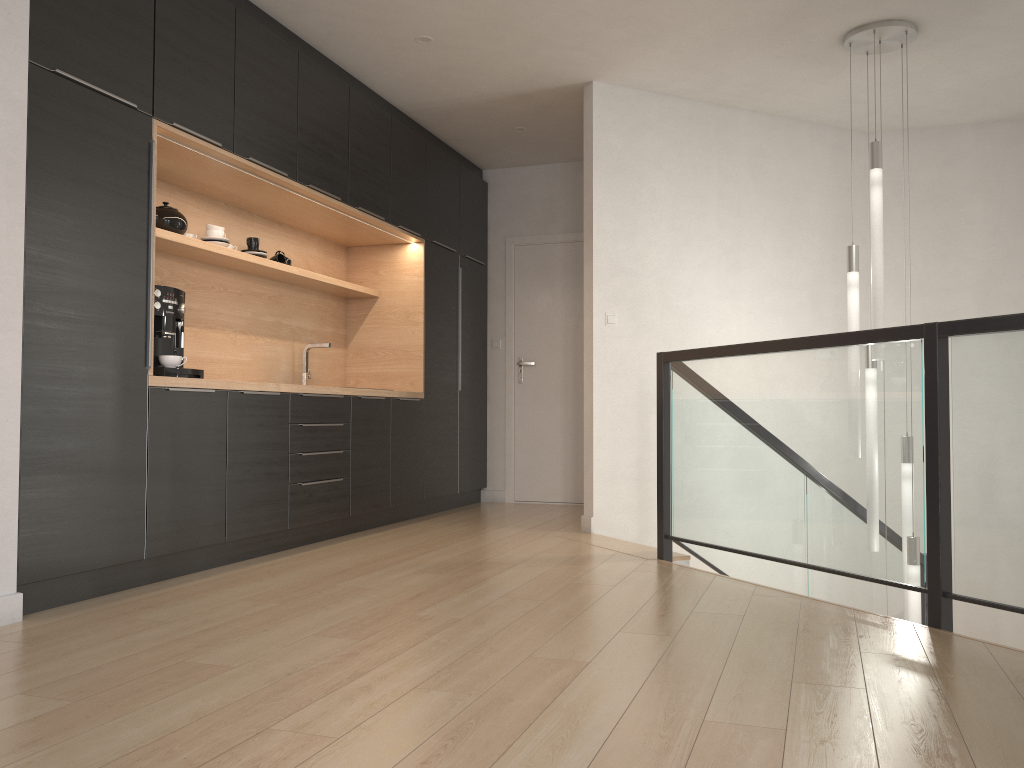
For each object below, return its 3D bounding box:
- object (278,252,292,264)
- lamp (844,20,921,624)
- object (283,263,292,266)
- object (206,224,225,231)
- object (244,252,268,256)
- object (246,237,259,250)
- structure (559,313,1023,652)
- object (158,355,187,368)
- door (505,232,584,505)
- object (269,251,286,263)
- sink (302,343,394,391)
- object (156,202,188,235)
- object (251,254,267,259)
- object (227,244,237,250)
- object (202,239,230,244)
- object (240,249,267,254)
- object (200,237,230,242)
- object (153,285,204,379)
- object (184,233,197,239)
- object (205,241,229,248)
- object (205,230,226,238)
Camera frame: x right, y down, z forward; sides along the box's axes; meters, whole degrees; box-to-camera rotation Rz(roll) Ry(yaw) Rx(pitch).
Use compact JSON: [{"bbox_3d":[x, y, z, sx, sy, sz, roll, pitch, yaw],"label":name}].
[{"bbox_3d":[-1.357,-0.740,5.265,0.100,0.093,0.066,-1,-2,29],"label":"object"},{"bbox_3d":[1.937,-0.978,4.642,0.359,6.725,0.359,2,-3,-34],"label":"lamp"},{"bbox_3d":[-1.373,-0.692,5.229,0.145,0.025,0.145,-1,-2,22],"label":"object"},{"bbox_3d":[-1.544,-0.798,4.610,0.098,0.075,0.095,-1,-2,31],"label":"object"},{"bbox_3d":[-1.440,-0.714,4.956,0.145,0.025,0.145,-1,-2,33],"label":"object"},{"bbox_3d":[-1.445,-0.769,4.949,0.066,0.092,0.084,1,-2,-12],"label":"object"},{"bbox_3d":[2.428,2.001,3.791,2.823,4.339,4.190,1,-2,-26],"label":"structure"},{"bbox_3d":[-1.473,-0.092,3.826,0.099,0.057,0.095,-1,-2,22],"label":"object"},{"bbox_3d":[0.408,-0.122,6.969,0.974,2.136,0.085,-1,-2,19],"label":"door"},{"bbox_3d":[-1.385,-0.737,5.208,0.100,0.093,0.066,-1,-3,34],"label":"object"},{"bbox_3d":[-1.101,0.004,5.493,0.512,0.518,0.626,-1,-2,19],"label":"sink"},{"bbox_3d":[-1.683,-0.799,4.316,0.240,0.171,0.213,2,-3,-34],"label":"object"},{"bbox_3d":[-1.443,-0.702,4.953,0.145,0.025,0.145,-1,-2,33],"label":"object"},{"bbox_3d":[-1.573,-0.731,4.847,0.099,0.057,0.095,-1,-2,17],"label":"object"},{"bbox_3d":[-1.544,-0.726,4.610,0.145,0.025,0.145,0,-2,6],"label":"object"},{"bbox_3d":[-1.443,-0.726,4.954,0.145,0.025,0.145,-1,-2,33],"label":"object"},{"bbox_3d":[-1.543,-0.739,4.607,0.145,0.025,0.145,0,-2,6],"label":"object"},{"bbox_3d":[-1.606,-0.214,4.059,0.584,0.398,0.618,-1,-2,20],"label":"object"},{"bbox_3d":[-1.666,-0.734,4.535,0.099,0.057,0.095,1,-2,-23],"label":"object"},{"bbox_3d":[-1.543,-0.715,4.607,0.145,0.025,0.145,0,-2,6],"label":"object"},{"bbox_3d":[-1.545,-0.764,4.612,0.095,0.057,0.099,0,-2,-8],"label":"object"}]
